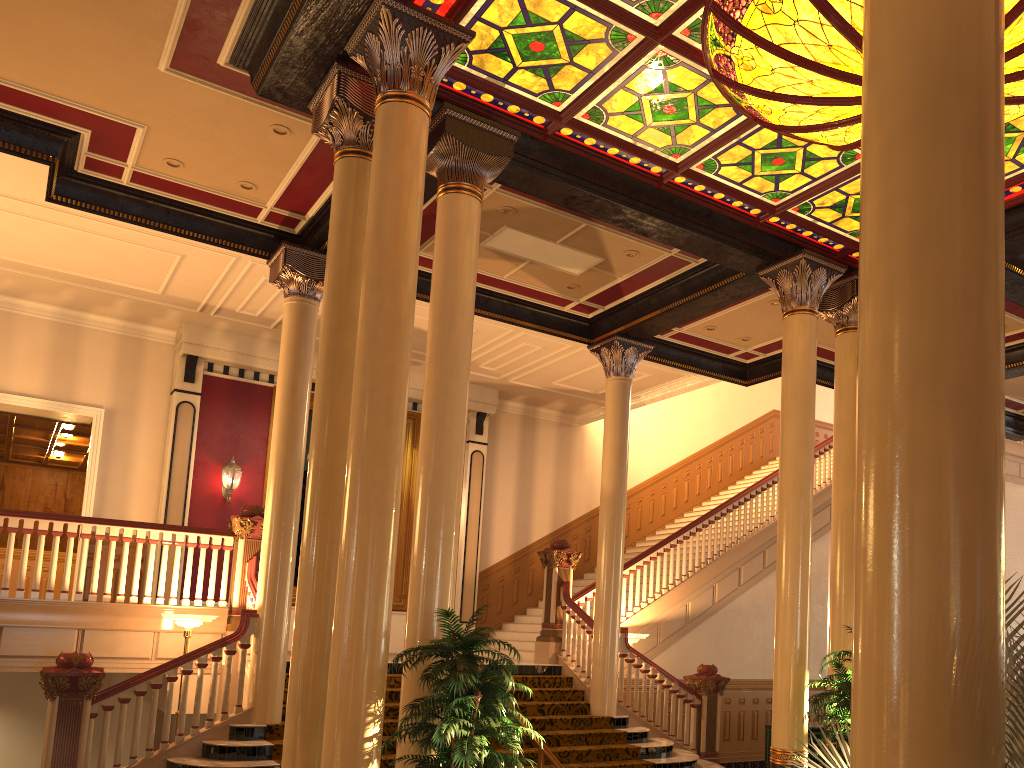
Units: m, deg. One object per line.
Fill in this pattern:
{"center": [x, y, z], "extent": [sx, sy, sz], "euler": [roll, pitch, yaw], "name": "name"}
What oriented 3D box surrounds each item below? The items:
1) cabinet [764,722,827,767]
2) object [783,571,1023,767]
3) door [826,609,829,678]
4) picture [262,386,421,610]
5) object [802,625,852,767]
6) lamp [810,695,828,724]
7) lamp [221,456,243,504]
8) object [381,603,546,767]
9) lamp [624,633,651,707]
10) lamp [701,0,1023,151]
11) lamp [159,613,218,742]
{"center": [4.075, 5.092, 11.871], "extent": [1.313, 0.850, 0.538], "euler": [11, -12, -32], "name": "cabinet"}
{"center": [1.367, 1.548, 2.364], "extent": [2.156, 2.229, 1.795], "euler": [9, -12, -28], "name": "object"}
{"center": [7.006, 6.455, 20.809], "extent": [1.541, 3.411, 0.196], "euler": [8, -8, -32], "name": "door"}
{"center": [-2.788, 1.944, 14.340], "extent": [2.664, 3.384, 0.054], "euler": [9, -9, -32], "name": "picture"}
{"center": [3.245, 3.320, 8.080], "extent": [1.055, 2.110, 1.082], "euler": [0, -9, 17], "name": "object"}
{"center": [4.387, 4.537, 12.160], "extent": [0.335, 0.411, 0.311], "euler": [10, -12, -34], "name": "lamp"}
{"center": [-4.284, 1.463, 13.225], "extent": [0.332, 0.716, 0.385], "euler": [8, -10, -31], "name": "lamp"}
{"center": [-0.330, 2.523, 5.773], "extent": [1.137, 2.110, 1.003], "euler": [11, -11, -42], "name": "object"}
{"center": [1.604, 4.494, 12.135], "extent": [0.592, 1.973, 0.580], "euler": [5, -7, -13], "name": "lamp"}
{"center": [2.750, -2.189, 5.768], "extent": [3.142, 0.590, 2.939], "euler": [12, -19, -32], "name": "lamp"}
{"center": [-3.413, 3.379, 8.934], "extent": [0.561, 1.973, 0.611], "euler": [-3, -10, 40], "name": "lamp"}
